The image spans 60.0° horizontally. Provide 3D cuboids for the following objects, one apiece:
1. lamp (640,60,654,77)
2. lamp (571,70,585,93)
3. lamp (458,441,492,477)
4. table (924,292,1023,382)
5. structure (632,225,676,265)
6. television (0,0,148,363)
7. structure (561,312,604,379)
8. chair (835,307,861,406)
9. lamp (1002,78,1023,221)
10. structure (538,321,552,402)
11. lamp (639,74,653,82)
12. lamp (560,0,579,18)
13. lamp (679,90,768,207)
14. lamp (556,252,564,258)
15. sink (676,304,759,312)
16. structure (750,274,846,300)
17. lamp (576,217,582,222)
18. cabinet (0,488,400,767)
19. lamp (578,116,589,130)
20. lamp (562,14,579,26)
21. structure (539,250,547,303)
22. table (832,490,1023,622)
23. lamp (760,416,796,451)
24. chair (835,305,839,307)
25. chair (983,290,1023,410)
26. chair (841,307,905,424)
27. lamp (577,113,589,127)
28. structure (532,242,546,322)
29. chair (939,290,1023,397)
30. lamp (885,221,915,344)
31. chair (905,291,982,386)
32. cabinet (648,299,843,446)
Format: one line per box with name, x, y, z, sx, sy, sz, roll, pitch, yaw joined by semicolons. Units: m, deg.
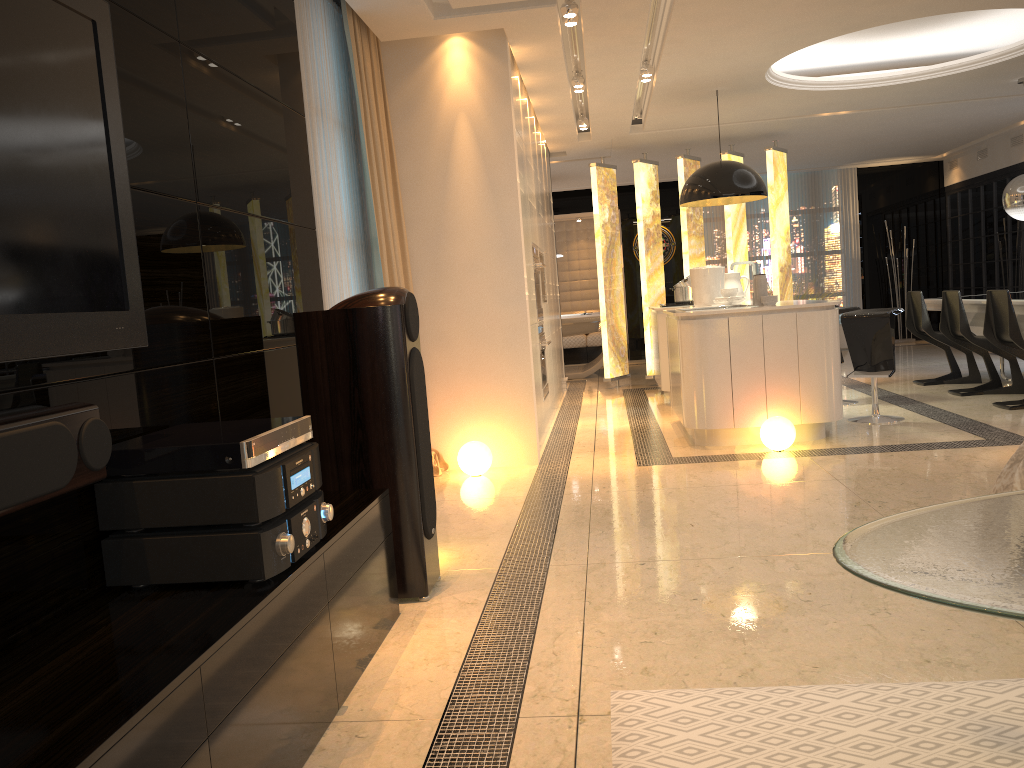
lamp;1.020;-2.398;6.730;0.107;0.127;0.107;-6;5;-12
lamp;0.523;-2.383;6.993;0.107;0.127;0.270;-4;5;6
lamp;-0.227;0.455;5.429;0.212;0.214;0.213;-8;6;-33
table;4.502;-0.349;7.186;1.293;0.759;3.031;-4;5;6
structure;2.177;-2.114;13.579;0.669;0.669;0.048;-4;5;6
television;-1.042;-0.441;1.524;0.055;0.839;1.358;-4;5;6
structure;0.004;-0.472;12.028;2.912;0.812;1.659;-4;5;6
chair;2.636;-0.230;7.308;0.380;0.789;0.380;-5;5;-11
lamp;4.436;-1.977;7.056;0.408;1.226;1.827;-4;5;6
structure;0.014;-0.172;7.014;0.595;0.597;0.609;-4;5;6
lamp;1.037;-2.414;6.892;0.107;0.127;0.107;-6;5;-12
lamp;0.334;-2.201;5.163;0.107;0.127;0.107;-5;5;-5
lamp;1.706;-1.950;7.272;0.710;0.898;0.710;-3;5;17
lamp;-0.128;-2.154;11.892;1.578;0.995;0.939;-4;5;6
sink;1.437;-0.464;6.259;0.485;0.152;0.738;-4;5;6
structure;3.935;-1.004;12.710;1.275;1.142;1.282;-8;7;-37
lamp;1.088;-2.712;14.446;0.107;0.127;0.107;-6;5;-12
cabinet;-0.752;0.727;1.640;0.416;0.444;2.842;-4;5;6
lamp;0.697;-2.550;8.674;0.107;0.127;0.107;-4;5;3
lamp;0.350;-2.217;5.325;0.107;0.127;0.107;-5;5;-5
structure;0.050;-0.909;7.690;0.446;0.450;0.659;-4;5;6
table;1.605;0.493;1.337;2.140;0.565;0.999;-4;5;5
lamp;1.642;0.305;5.477;0.212;0.214;0.213;-8;6;-33
chair;2.761;-0.315;8.128;0.380;0.789;0.380;-7;6;-26
chair;3.749;-0.267;6.391;0.496;0.858;0.523;-4;5;6
chair;2.573;-0.134;6.311;0.380;0.789;0.380;0;7;39
lamp;0.680;-2.534;8.512;0.107;0.127;0.107;-6;5;-12
structure;-0.033;-0.776;6.959;0.595;0.597;0.609;-4;5;6
chair;3.838;-0.352;7.249;0.496;0.858;0.523;-4;5;6
lamp;5.713;-1.504;13.044;0.418;1.801;0.200;-4;5;6
chair;3.925;-0.436;8.089;0.496;0.858;0.523;-4;5;6
cabinet;1.778;-0.221;7.406;1.046;0.887;3.752;-4;5;6
